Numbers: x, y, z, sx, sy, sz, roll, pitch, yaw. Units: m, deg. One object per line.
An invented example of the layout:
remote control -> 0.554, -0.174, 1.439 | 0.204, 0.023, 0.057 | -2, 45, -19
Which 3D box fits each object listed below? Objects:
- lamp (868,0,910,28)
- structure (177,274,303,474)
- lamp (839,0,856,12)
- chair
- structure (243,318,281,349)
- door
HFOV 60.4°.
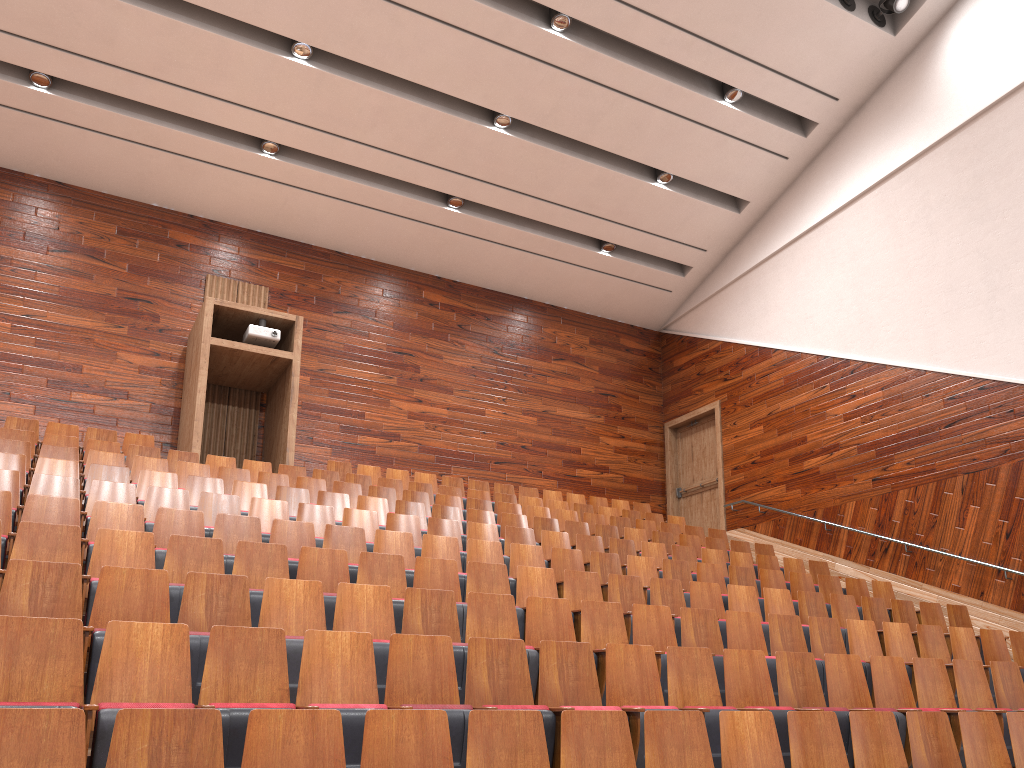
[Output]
lamp -> 0.452, -0.453, 1.048 | 0.031, 0.031, 0.046 | 9, -20, -27
structure -> -0.345, -0.008, 1.114 | 0.117, 0.318, 0.147 | 8, -16, -27
lamp -> 0.406, -0.461, 1.024 | 0.031, 0.030, 0.046 | 9, -20, -27
chair -> -0.134, 0.134, 0.659 | 1.193, 0.361, 0.792 | 11, -21, -27
structure -> -0.307, -0.065, 1.081 | 0.038, 0.030, 0.042 | 10, -20, -27
door -> 0.306, 0.162, 1.441 | 0.024, 0.232, 0.143 | 7, -17, -27
